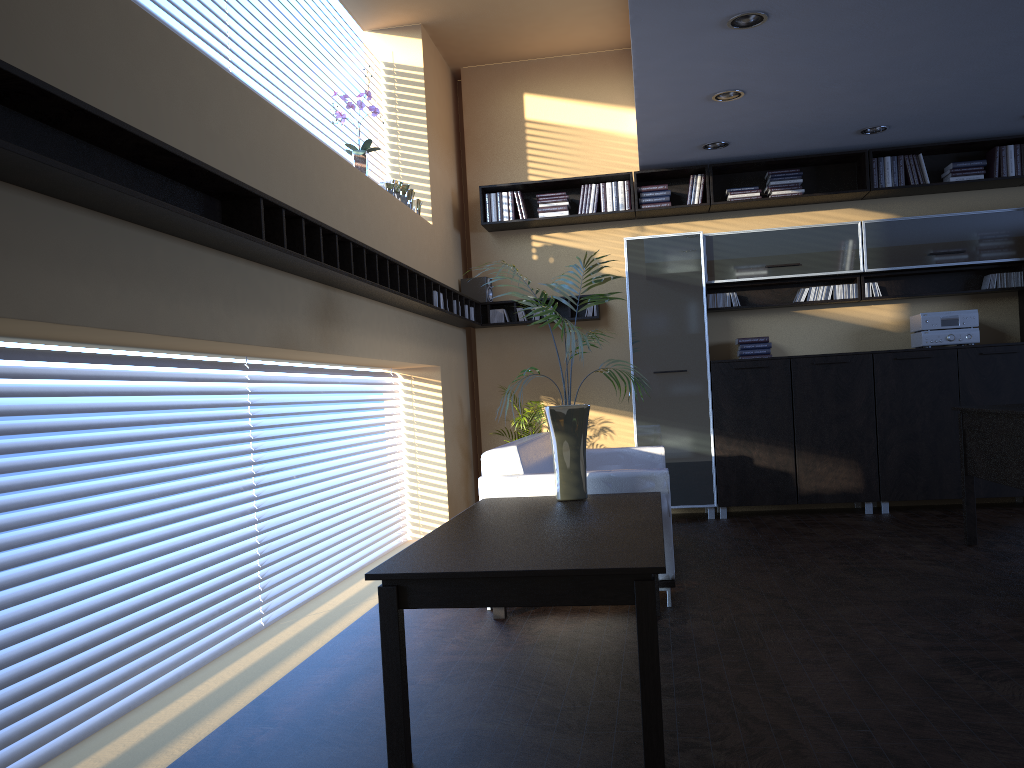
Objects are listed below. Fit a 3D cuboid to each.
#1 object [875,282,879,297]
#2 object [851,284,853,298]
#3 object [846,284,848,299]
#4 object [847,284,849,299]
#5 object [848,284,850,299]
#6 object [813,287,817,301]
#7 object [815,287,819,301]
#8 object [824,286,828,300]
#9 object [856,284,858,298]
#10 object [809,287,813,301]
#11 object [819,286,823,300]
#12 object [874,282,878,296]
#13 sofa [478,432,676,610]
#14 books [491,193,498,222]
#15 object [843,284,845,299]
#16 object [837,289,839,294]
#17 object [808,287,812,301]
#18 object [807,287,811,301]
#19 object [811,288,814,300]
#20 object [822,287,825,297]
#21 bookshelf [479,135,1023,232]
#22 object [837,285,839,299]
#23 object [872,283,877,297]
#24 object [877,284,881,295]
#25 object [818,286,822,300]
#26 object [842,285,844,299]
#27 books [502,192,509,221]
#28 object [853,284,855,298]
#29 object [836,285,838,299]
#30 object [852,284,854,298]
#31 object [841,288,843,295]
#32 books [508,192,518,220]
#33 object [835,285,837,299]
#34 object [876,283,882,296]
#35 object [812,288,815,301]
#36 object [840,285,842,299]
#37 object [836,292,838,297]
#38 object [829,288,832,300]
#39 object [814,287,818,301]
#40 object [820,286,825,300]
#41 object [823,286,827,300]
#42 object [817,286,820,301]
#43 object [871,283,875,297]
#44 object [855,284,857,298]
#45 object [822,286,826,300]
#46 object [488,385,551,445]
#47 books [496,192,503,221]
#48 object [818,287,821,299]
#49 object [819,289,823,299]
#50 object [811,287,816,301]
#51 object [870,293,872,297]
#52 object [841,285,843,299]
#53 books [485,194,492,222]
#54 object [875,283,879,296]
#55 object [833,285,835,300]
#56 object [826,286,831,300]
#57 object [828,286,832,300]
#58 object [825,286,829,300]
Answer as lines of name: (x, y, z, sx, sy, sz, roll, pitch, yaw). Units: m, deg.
object: (3.062, -0.790, 7.479, 0.030, 0.120, 0.142, -3, 0, 9)
object: (2.863, -0.778, 7.505, 0.009, 0.120, 0.142, -3, 0, 9)
object: (2.823, -0.776, 7.511, 0.009, 0.120, 0.142, -3, 0, 9)
object: (2.833, -0.777, 7.511, 0.009, 0.120, 0.142, -3, 0, 9)
object: (2.844, -0.777, 7.514, 0.009, 0.120, 0.142, -3, 0, 9)
object: (2.568, -0.761, 7.551, 0.040, 0.118, 0.142, -3, 0, 9)
object: (2.589, -0.762, 7.552, 0.040, 0.118, 0.142, -3, 0, 9)
object: (2.658, -0.766, 7.538, 0.040, 0.118, 0.142, -3, 0, 9)
object: (2.902, -0.781, 7.498, 0.009, 0.120, 0.142, -3, 0, 9)
object: (2.540, -0.759, 7.561, 0.036, 0.116, 0.140, -3, 0, 9)
object: (2.619, -0.764, 7.546, 0.036, 0.116, 0.140, -3, 0, 9)
object: (3.051, -0.789, 7.477, 0.030, 0.120, 0.142, -3, 0, 9)
sofa: (0.474, 0.744, 5.566, 1.014, 0.848, 2.056, -3, -1, 9)
books: (-0.145, -1.547, 7.898, 0.050, 0.258, 0.207, -3, 0, 8)
object: (2.803, -0.775, 7.512, 0.009, 0.120, 0.142, -3, 0, 9)
object: (2.755, -0.772, 7.532, 0.009, 0.120, 0.142, -3, 0, 9)
object: (2.529, -0.759, 7.559, 0.040, 0.118, 0.142, -3, 0, 9)
object: (2.519, -0.758, 7.561, 0.040, 0.118, 0.142, -3, 0, 9)
object: (2.549, -0.760, 7.556, 0.036, 0.116, 0.140, -3, 0, 9)
object: (2.638, -0.765, 7.545, 0.040, 0.118, 0.142, -3, 0, 9)
bookshelf: (2.275, -1.706, 7.525, 5.125, 0.340, 0.361, -3, 0, 9)
object: (2.755, -0.772, 7.528, 0.006, 0.118, 0.140, -3, 0, 9)
object: (3.041, -0.788, 7.478, 0.030, 0.120, 0.142, -3, 0, 9)
object: (3.077, -0.790, 7.474, 0.036, 0.116, 0.140, -3, 0, 9)
object: (2.608, -0.763, 7.544, 0.036, 0.116, 0.140, -3, 0, 9)
object: (2.794, -0.774, 7.520, 0.009, 0.120, 0.142, -3, 0, 9)
books: (-0.043, -1.553, 7.879, 0.050, 0.258, 0.207, -3, 0, 9)
object: (2.883, -0.780, 7.506, 0.009, 0.120, 0.142, -3, 0, 9)
object: (2.744, -0.772, 7.525, 0.006, 0.118, 0.140, -3, 0, 9)
object: (2.873, -0.779, 7.504, 0.009, 0.120, 0.142, -3, 0, 9)
object: (2.783, -0.774, 7.519, 0.009, 0.120, 0.142, -3, 0, 9)
books: (0.008, -1.556, 7.871, 0.050, 0.258, 0.207, -3, 0, 9)
object: (2.733, -0.771, 7.525, 0.009, 0.120, 0.142, -3, 0, 9)
object: (3.077, -0.789, 7.476, 0.040, 0.118, 0.142, -3, 0, 9)
object: (2.559, -0.761, 7.557, 0.036, 0.116, 0.140, -3, 0, 9)
object: (2.773, -0.773, 7.517, 0.009, 0.120, 0.142, -3, 0, 9)
object: (2.744, -0.771, 7.528, 0.009, 0.120, 0.142, -3, 0, 9)
object: (2.698, -0.769, 7.534, 0.040, 0.118, 0.142, -3, 0, 9)
object: (2.579, -0.762, 7.555, 0.036, 0.116, 0.140, -3, 0, 9)
object: (2.628, -0.765, 7.540, 0.040, 0.118, 0.142, -3, 0, 9)
object: (2.649, -0.766, 7.547, 0.040, 0.118, 0.142, -3, 0, 9)
object: (2.599, -0.763, 7.553, 0.040, 0.118, 0.142, -3, 0, 9)
object: (3.032, -0.788, 7.482, 0.026, 0.117, 0.140, -3, 0, 9)
object: (2.892, -0.780, 7.497, 0.009, 0.120, 0.142, -3, 0, 9)
object: (2.638, -0.765, 7.540, 0.036, 0.116, 0.140, -3, 0, 9)
object: (0.191, 0.605, 7.603, 0.689, 1.241, 0.840, -3, 0, 43)
books: (-0.096, -1.550, 7.879, 0.050, 0.258, 0.207, -3, 0, 8)
object: (2.609, -0.764, 7.550, 0.040, 0.118, 0.142, -3, 0, 9)
object: (2.619, -0.764, 7.548, 0.040, 0.118, 0.142, -3, 0, 9)
object: (2.559, -0.761, 7.560, 0.040, 0.118, 0.142, -3, 0, 9)
object: (3.010, -0.787, 7.484, 0.009, 0.120, 0.142, -3, 0, 9)
object: (2.783, -0.774, 7.516, 0.006, 0.118, 0.140, -3, 0, 9)
books: (-0.197, -1.544, 7.903, 0.050, 0.258, 0.207, -3, 0, 9)
object: (3.062, -0.790, 7.476, 0.026, 0.117, 0.140, -3, 0, 9)
object: (2.724, -0.770, 7.529, 0.009, 0.120, 0.142, -3, 0, 9)
object: (2.678, -0.768, 7.538, 0.040, 0.118, 0.142, -3, 0, 9)
object: (2.688, -0.768, 7.533, 0.036, 0.116, 0.140, -3, 0, 9)
object: (2.668, -0.767, 7.541, 0.040, 0.118, 0.142, -3, 0, 9)
